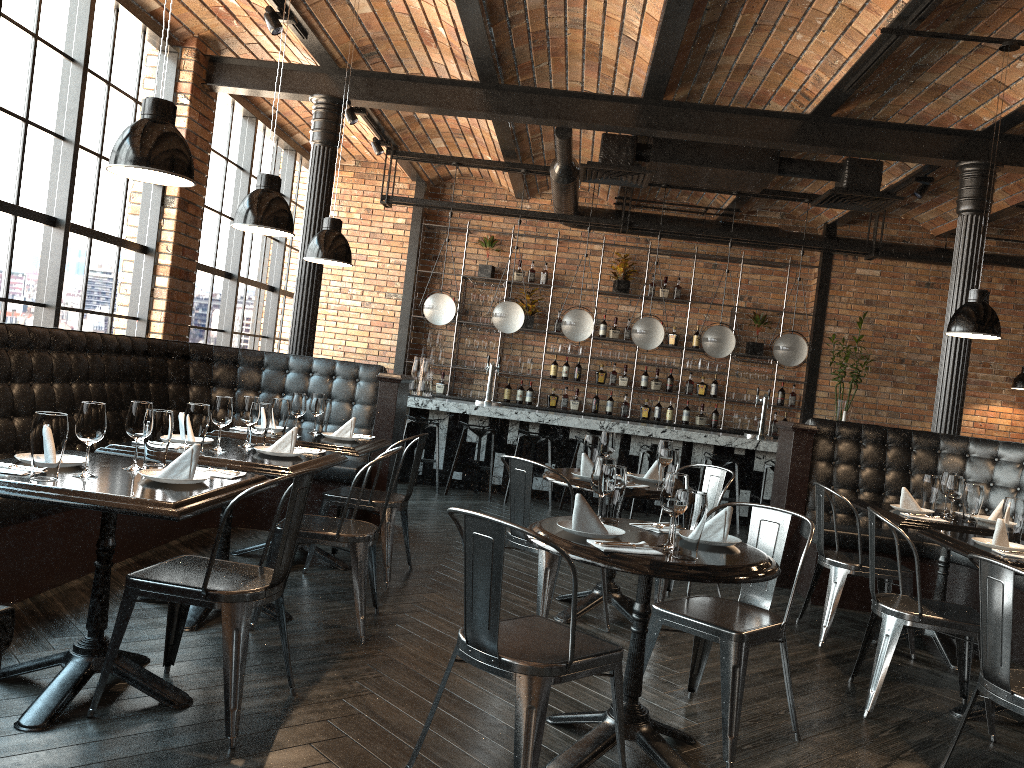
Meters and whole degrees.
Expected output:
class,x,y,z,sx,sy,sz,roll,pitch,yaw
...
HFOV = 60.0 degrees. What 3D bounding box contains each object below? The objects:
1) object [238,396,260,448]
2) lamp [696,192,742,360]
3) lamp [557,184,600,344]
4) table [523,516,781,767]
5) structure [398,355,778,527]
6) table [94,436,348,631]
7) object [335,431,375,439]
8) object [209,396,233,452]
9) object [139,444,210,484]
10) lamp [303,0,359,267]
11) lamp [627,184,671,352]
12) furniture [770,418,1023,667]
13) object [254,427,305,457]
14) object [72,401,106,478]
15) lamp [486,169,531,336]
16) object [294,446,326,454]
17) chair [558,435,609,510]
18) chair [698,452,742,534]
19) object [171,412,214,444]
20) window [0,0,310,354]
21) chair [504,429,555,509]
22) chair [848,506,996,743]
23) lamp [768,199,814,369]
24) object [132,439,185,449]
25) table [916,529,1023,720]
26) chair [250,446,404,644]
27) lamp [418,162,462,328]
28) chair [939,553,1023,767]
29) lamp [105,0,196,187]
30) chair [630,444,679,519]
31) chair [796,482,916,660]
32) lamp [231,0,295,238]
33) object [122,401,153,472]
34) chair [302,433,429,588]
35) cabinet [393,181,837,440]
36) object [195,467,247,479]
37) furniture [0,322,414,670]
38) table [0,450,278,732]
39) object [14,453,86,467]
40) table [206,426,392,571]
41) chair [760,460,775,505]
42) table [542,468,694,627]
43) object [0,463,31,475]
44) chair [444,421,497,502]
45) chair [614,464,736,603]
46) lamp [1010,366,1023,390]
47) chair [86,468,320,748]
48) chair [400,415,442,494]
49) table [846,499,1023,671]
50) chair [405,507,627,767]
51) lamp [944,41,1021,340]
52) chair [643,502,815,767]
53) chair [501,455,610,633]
class,x,y,z,sx,sy,sz,roll,pitch,yaw
object,-1.260,0.182,4.253,0.092,0.244,0.092,6,1,-35
lamp,2.220,-1.116,9.167,0.340,1.754,0.340,6,1,-40
lamp,0.768,-1.293,9.265,0.340,1.754,0.340,6,1,-40
table,0.430,0.904,3.046,0.866,0.758,0.866,6,1,-33
structure,1.423,0.608,9.843,5.346,1.430,1.930,7,1,4
table,-1.340,0.678,4.145,0.872,0.758,0.872,7,1,4
object,-0.983,0.315,5.506,0.255,0.019,0.157,7,1,4
object,-1.311,0.178,3.995,0.092,0.244,0.092,7,1,43
object,-1.154,0.267,3.051,0.232,0.139,0.232,7,1,1
lamp,-0.987,-1.536,5.230,0.291,1.653,0.291,6,1,-41
lamp,1.494,-1.204,9.216,0.340,1.754,0.340,6,1,-40
furniture,2.708,0.941,3.869,1.979,1.212,5.451,7,1,4
object,-1.080,0.264,4.140,0.232,0.139,0.232,7,1,1
object,-1.385,0.182,2.906,0.092,0.244,0.092,7,1,43
lamp,0.042,-1.381,9.314,0.340,1.754,0.340,6,1,-40
object,-1.058,0.319,4.396,0.255,0.019,0.157,7,1,4
chair,0.771,0.890,8.777,0.475,0.737,0.414,7,1,14
chair,2.019,1.041,8.693,0.475,0.737,0.414,7,1,9
object,-1.520,0.210,4.175,0.232,0.139,0.232,7,1,-2
window,-3.122,-1.031,3.025,0.168,3.253,16.179,7,1,4
chair,0.195,0.820,8.816,0.475,0.737,0.414,7,1,-1
chair,1.816,1.011,3.909,0.558,0.857,0.504,7,1,14
lamp,2.946,-1.028,9.118,0.340,1.754,0.340,6,1,-40
object,-1.541,0.265,3.953,0.255,0.019,0.157,7,1,4
table,2.339,1.125,3.882,0.872,0.758,0.872,7,1,4
chair,-0.837,0.688,4.140,0.558,0.857,0.504,7,1,-1
lamp,-0.684,-1.469,9.363,0.340,1.754,0.340,6,1,-40
chair,1.756,1.016,2.860,0.558,0.857,0.504,7,1,-6
lamp,-1.137,-1.528,3.030,0.291,1.653,0.291,7,1,-21
chair,1.406,0.967,8.734,0.475,0.737,0.414,7,1,-1
chair,1.948,1.015,4.984,0.558,0.857,0.504,7,1,4
lamp,-1.062,-1.532,4.130,0.291,1.653,0.291,7,1,29
object,-1.334,0.185,3.164,0.092,0.244,0.092,7,1,43
chair,-0.823,0.678,5.184,0.558,0.857,0.504,7,1,9
cabinet,0.281,-0.664,11.058,7.075,3.779,0.564,7,1,4
object,-1.132,0.322,3.307,0.255,0.019,0.157,7,1,4
furniture,-1.979,0.372,4.189,1.979,1.212,5.451,7,1,4
table,-1.414,0.681,3.058,0.872,0.758,0.872,7,1,4
object,-1.594,0.214,3.086,0.232,0.139,0.232,7,1,-2
table,-1.266,0.675,5.246,0.872,0.758,0.872,7,1,4
chair,2.597,1.112,8.653,0.475,0.737,0.414,7,1,-1
table,0.554,0.898,4.877,0.866,0.758,0.866,6,1,-33
object,-1.615,0.269,2.864,0.255,0.019,0.157,7,1,4
chair,-0.362,0.752,8.853,0.475,0.737,0.414,7,1,9
chair,0.959,0.893,5.216,0.558,0.857,0.504,6,1,-31
lamp,5.916,-0.756,10.051,0.291,1.653,0.291,7,1,-21
chair,-1.006,0.681,3.030,0.558,0.857,0.504,7,1,9
chair,-0.928,0.683,8.892,0.475,0.737,0.414,7,1,-6
table,2.414,1.122,4.983,0.872,0.758,0.872,7,1,4
chair,0.055,0.812,2.711,0.504,0.857,0.558,8,1,44
lamp,2.693,-1.088,4.981,0.291,1.653,0.291,6,1,-41
chair,0.815,0.896,3.383,0.504,0.857,0.558,8,1,44
chair,0.194,0.808,4.541,0.558,0.857,0.504,6,1,-41
